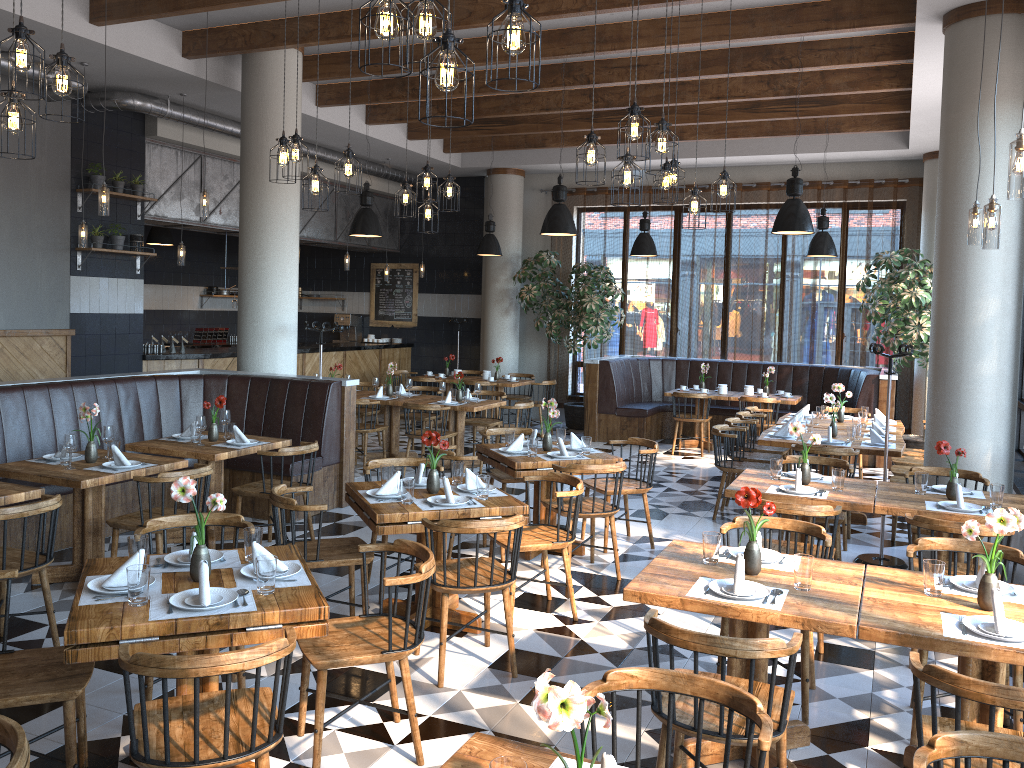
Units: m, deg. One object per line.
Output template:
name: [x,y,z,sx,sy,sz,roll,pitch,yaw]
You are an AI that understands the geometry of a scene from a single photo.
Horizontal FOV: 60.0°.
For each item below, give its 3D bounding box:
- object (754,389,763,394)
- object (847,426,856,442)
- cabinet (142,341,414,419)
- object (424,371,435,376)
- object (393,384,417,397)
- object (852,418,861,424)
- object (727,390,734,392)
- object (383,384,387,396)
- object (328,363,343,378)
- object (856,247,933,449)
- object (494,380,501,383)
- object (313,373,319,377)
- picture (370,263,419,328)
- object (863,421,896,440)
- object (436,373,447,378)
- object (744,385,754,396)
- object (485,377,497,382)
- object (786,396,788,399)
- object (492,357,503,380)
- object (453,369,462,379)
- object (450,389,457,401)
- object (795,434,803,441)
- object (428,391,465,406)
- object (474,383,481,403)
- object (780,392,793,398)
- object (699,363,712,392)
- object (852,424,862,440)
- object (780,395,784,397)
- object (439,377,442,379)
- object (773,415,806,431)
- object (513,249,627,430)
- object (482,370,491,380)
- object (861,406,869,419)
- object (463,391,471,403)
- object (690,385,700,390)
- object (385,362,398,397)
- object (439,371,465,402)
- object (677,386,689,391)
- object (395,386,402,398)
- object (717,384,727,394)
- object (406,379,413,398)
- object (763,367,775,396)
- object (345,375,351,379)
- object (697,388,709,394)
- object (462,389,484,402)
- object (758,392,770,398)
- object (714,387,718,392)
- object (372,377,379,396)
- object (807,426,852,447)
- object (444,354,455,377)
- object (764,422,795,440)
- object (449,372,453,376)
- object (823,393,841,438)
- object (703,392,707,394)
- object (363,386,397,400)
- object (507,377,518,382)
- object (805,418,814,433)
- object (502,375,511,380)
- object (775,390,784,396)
object: [3.400,0.102,12.150,0.175,0.067,0.176,0,5,-21]
object: [2.956,0.437,7.721,0.080,0.132,0.080,2,3,9]
cabinet: [-4.342,-0.032,13.624,3.030,1.162,6.004,4,5,23]
object: [-1.268,-0.157,13.596,0.176,0.067,0.176,3,5,15]
object: [-1.309,0.061,10.645,0.352,0.137,0.272,4,5,24]
object: [3.234,0.393,8.326,0.080,0.132,0.080,2,3,9]
object: [3.032,0.096,12.344,0.155,0.023,0.034,0,4,-14]
object: [-1.486,0.070,10.501,0.080,0.132,0.080,4,4,38]
object: [-2.142,-0.082,10.752,0.171,0.354,0.156,0,3,-29]
object: [4.880,-0.369,11.218,1.480,2.776,1.758,1,3,-18]
object: [-0.218,-0.038,12.814,0.034,0.023,0.155,-2,6,-41]
object: [-2.387,-0.020,10.767,0.081,0.215,0.081,2,3,15]
picture: [-2.114,-1.585,15.855,0.981,1.140,0.021,3,3,24]
object: [3.368,0.414,8.105,0.272,0.137,0.352,4,5,24]
object: [-1.061,-0.121,13.246,0.175,0.067,0.176,0,5,-15]
object: [3.190,0.085,11.932,0.129,0.128,0.130,0,4,-22]
object: [-0.305,-0.070,12.914,0.176,0.067,0.176,5,6,38]
object: [3.602,0.177,11.592,0.034,0.023,0.155,3,5,14]
object: [-0.215,-0.228,13.110,0.156,0.354,0.171,1,3,-18]
object: [-0.819,-0.152,13.336,0.129,0.128,0.130,0,4,-22]
object: [-0.671,0.124,10.146,0.080,0.132,0.080,0,4,-31]
object: [2.486,0.428,7.672,0.080,0.132,0.080,2,3,9]
object: [-0.713,0.149,9.812,0.352,0.137,0.272,4,5,24]
object: [-0.389,0.102,10.015,0.081,0.215,0.081,1,3,-13]
object: [3.636,0.147,11.720,0.176,0.067,0.176,3,5,14]
object: [2.651,-0.089,12.188,0.146,0.399,0.207,1,3,-9]
object: [3.065,0.427,7.876,0.080,0.132,0.080,2,3,9]
object: [3.582,0.159,11.762,0.050,0.023,0.052,0,5,-15]
object: [-1.064,-0.091,13.148,0.053,0.025,0.049,1,4,-8]
object: [2.644,0.364,8.446,0.272,0.137,0.352,4,5,24]
object: [0.841,-0.692,13.616,1.754,2.776,1.483,2,3,4]
object: [-0.379,-0.135,13.296,0.129,0.128,0.130,0,4,-22]
object: [3.772,0.310,9.474,0.080,0.132,0.080,2,3,9]
object: [-0.506,0.147,9.937,0.080,0.132,0.080,-1,4,-36]
object: [2.590,0.050,12.483,0.175,0.067,0.176,0,5,-21]
object: [-1.410,-0.053,10.401,0.146,0.399,0.207,1,3,-18]
object: [-0.675,0.021,10.053,0.295,0.354,0.166,4,3,29]
object: [2.373,0.061,12.285,0.176,0.067,0.176,3,5,15]
object: [-1.321,0.093,10.292,0.080,0.132,0.080,-1,4,-36]
object: [2.850,0.069,11.996,0.129,0.128,0.130,0,4,-22]
object: [-1.204,0.048,10.371,0.081,0.215,0.081,1,3,-13]
object: [3.422,-0.034,11.806,0.146,0.399,0.207,3,3,29]
object: [-1.985,-0.004,10.711,0.081,0.215,0.081,2,3,15]
object: [2.581,0.097,11.935,0.176,0.067,0.176,-1,5,-31]
object: [-0.494,0.115,10.290,0.352,0.137,0.272,4,5,24]
object: [3.294,0.147,11.597,0.176,0.067,0.176,2,5,6]
object: [2.902,0.075,12.312,0.176,0.067,0.176,5,6,34]
object: [-1.606,0.032,10.426,0.081,0.215,0.081,2,3,15]
object: [2.730,0.437,7.614,0.352,0.137,0.272,4,5,24]
object: [-0.952,-0.280,13.468,0.171,0.354,0.156,2,3,9]
object: [2.414,0.402,7.921,0.272,0.137,0.352,4,5,24]
object: [-0.898,-0.153,13.692,0.176,0.067,0.176,5,6,37]
object: [2.875,0.278,7.988,0.146,0.399,0.207,3,3,28]
object: [2.577,0.127,11.837,0.053,0.025,0.049,1,4,-8]
object: [-1.527,0.095,10.167,0.352,0.137,0.272,4,5,24]
object: [0.018,-0.068,13.002,0.176,0.067,0.176,2,5,9]
object: [2.767,0.387,8.240,0.080,0.132,0.080,2,3,9]
object: [-0.071,-0.104,13.387,0.175,0.067,0.176,0,5,-21]
object: [3.641,0.124,11.989,0.176,0.067,0.176,5,6,37]
